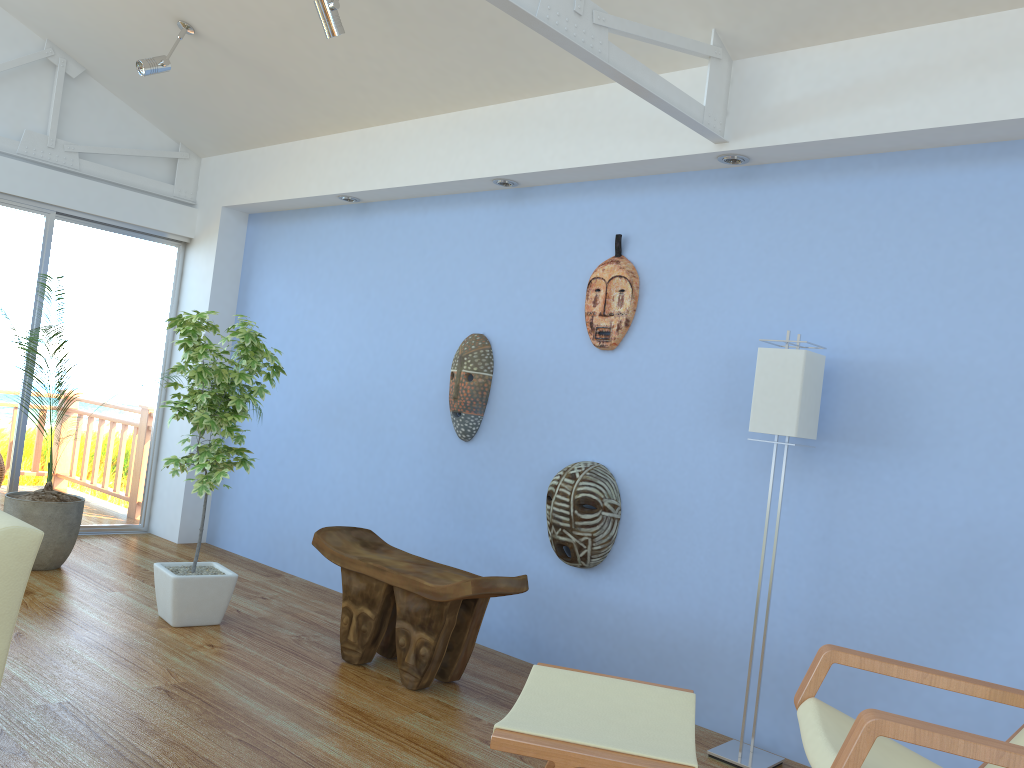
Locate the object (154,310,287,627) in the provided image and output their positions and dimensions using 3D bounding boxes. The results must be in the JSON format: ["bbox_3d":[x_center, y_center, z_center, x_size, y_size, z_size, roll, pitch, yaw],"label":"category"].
[{"bbox_3d":[-1.353,0.372,4.002,0.495,1.409,0.699,7,-2,-5],"label":"object"}]

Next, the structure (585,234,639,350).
[{"bbox_3d":[0.427,-0.403,3.870,0.264,0.508,0.063,6,-2,41],"label":"structure"}]

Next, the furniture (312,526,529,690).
[{"bbox_3d":[-0.432,0.929,3.656,1.100,0.507,0.329,6,-2,42],"label":"furniture"}]

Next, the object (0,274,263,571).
[{"bbox_3d":[-2.291,0.130,4.676,1.563,1.695,1.706,6,-2,33],"label":"object"}]

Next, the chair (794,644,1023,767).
[{"bbox_3d":[1.112,0.837,2.010,0.859,0.982,0.632,7,-2,11],"label":"chair"}]

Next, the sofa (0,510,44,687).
[{"bbox_3d":[-2.445,0.530,1.837,0.950,0.597,2.448,6,-2,41],"label":"sofa"}]

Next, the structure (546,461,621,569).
[{"bbox_3d":[0.265,0.562,3.802,0.359,0.466,0.185,6,-2,41],"label":"structure"}]

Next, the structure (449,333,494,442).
[{"bbox_3d":[-0.234,0.012,4.358,0.254,0.541,0.115,6,-2,41],"label":"structure"}]

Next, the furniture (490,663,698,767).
[{"bbox_3d":[0.203,1.009,2.181,0.449,0.427,0.619,7,-2,11],"label":"furniture"}]

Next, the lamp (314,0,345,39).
[{"bbox_3d":[-0.707,-1.585,3.624,0.195,0.351,0.127,8,-2,-31],"label":"lamp"}]

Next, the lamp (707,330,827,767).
[{"bbox_3d":[0.914,0.570,3.142,0.200,1.520,0.200,6,-2,41],"label":"lamp"}]

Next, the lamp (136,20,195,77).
[{"bbox_3d":[-1.773,-1.704,4.532,0.254,0.327,0.118,8,-2,-31],"label":"lamp"}]
